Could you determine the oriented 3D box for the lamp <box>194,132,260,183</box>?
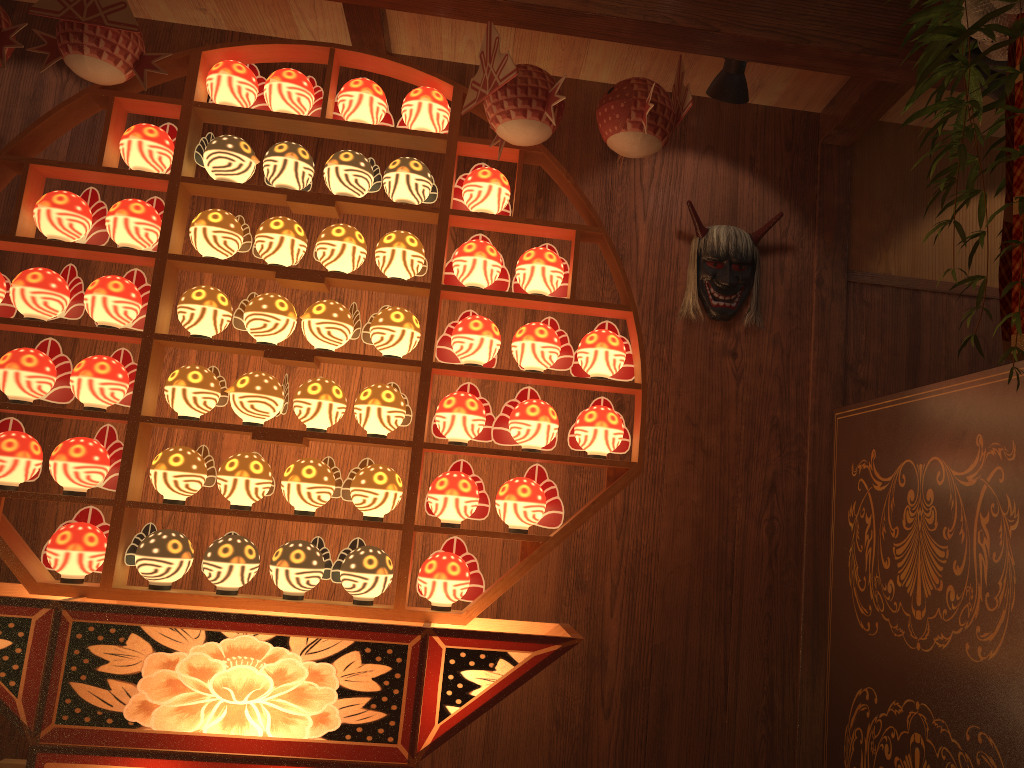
[{"bbox_3d":[-0.787,-0.629,2.492,0.155,0.167,0.141,3,-10,11],"label":"lamp"}]

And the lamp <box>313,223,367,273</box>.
[{"bbox_3d":[-0.476,-0.381,2.479,0.143,0.167,0.153,9,-10,-23],"label":"lamp"}]

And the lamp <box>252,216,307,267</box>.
[{"bbox_3d":[-0.642,-0.395,2.461,0.143,0.161,0.153,9,-10,-23],"label":"lamp"}]

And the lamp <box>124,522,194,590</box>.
[{"bbox_3d":[-0.897,0.450,2.298,0.153,0.167,0.143,1,-11,26],"label":"lamp"}]

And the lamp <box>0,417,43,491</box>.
[{"bbox_3d":[-1.293,0.179,2.294,0.192,0.194,0.151,14,-13,-43],"label":"lamp"}]

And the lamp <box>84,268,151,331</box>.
[{"bbox_3d":[-1.078,-0.240,2.382,0.198,0.200,0.159,3,-10,10],"label":"lamp"}]

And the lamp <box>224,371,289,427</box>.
[{"bbox_3d":[-0.700,0.037,2.391,0.161,0.161,0.135,10,-11,-29],"label":"lamp"}]

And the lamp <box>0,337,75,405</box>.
[{"bbox_3d":[-1.281,-0.043,2.325,0.199,0.200,0.158,4,-10,5],"label":"lamp"}]

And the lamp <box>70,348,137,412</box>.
[{"bbox_3d":[-1.097,-0.020,2.344,0.180,0.192,0.159,3,-10,11],"label":"lamp"}]

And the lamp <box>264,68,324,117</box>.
[{"bbox_3d":[-0.646,-0.840,2.535,0.165,0.179,0.161,0,-11,26],"label":"lamp"}]

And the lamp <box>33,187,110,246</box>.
[{"bbox_3d":[-1.225,-0.473,2.405,0.196,0.200,0.160,2,-10,20],"label":"lamp"}]

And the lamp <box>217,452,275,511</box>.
[{"bbox_3d":[-0.711,0.253,2.346,0.140,0.161,0.156,6,-10,-4],"label":"lamp"}]

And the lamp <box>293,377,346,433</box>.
[{"bbox_3d":[-0.521,0.051,2.403,0.142,0.167,0.153,8,-10,-18],"label":"lamp"}]

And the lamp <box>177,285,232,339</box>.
[{"bbox_3d":[-0.834,-0.199,2.402,0.143,0.167,0.153,9,-10,-23],"label":"lamp"}]

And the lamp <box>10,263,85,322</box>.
[{"bbox_3d":[-1.268,-0.255,2.364,0.176,0.192,0.161,1,-11,25],"label":"lamp"}]

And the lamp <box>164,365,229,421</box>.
[{"bbox_3d":[-0.860,0.017,2.368,0.137,0.167,0.159,2,-10,16],"label":"lamp"}]

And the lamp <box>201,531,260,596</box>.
[{"bbox_3d":[-0.733,0.469,2.311,0.143,0.161,0.153,9,-10,-23],"label":"lamp"}]

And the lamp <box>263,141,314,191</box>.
[{"bbox_3d":[-0.631,-0.612,2.496,0.141,0.161,0.154,8,-10,-14],"label":"lamp"}]

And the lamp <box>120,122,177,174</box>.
[{"bbox_3d":[-1.016,-0.671,2.459,0.198,0.200,0.159,3,-10,10],"label":"lamp"}]

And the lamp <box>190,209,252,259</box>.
[{"bbox_3d":[-0.823,-0.416,2.444,0.135,0.167,0.161,1,-11,26],"label":"lamp"}]

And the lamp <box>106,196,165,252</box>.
[{"bbox_3d":[-1.038,-0.452,2.421,0.187,0.195,0.159,3,-10,10],"label":"lamp"}]

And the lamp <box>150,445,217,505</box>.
[{"bbox_3d":[-0.886,0.233,2.332,0.135,0.167,0.161,1,-11,26],"label":"lamp"}]

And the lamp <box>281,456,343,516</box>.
[{"bbox_3d":[-0.551,0.267,2.368,0.135,0.167,0.161,1,-11,26],"label":"lamp"}]

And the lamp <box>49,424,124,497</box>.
[{"bbox_3d":[-1.131,0.191,2.305,0.196,0.200,0.160,2,-10,20],"label":"lamp"}]

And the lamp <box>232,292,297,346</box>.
[{"bbox_3d":[-0.657,-0.177,2.429,0.153,0.161,0.143,1,-11,26],"label":"lamp"}]

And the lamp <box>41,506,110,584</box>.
[{"bbox_3d":[-1.117,0.412,2.275,0.198,0.198,0.154,8,-10,-14],"label":"lamp"}]

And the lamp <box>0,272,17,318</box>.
[{"bbox_3d":[-1.423,-0.269,2.346,0.194,0.187,0.153,9,-10,-24],"label":"lamp"}]

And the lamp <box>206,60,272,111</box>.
[{"bbox_3d":[-0.797,-0.867,2.517,0.199,0.200,0.158,4,-10,5],"label":"lamp"}]

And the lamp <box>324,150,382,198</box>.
[{"bbox_3d":[-0.471,-0.598,2.519,0.135,0.167,0.162,-2,-12,36],"label":"lamp"}]

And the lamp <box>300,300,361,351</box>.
[{"bbox_3d":[-0.519,-0.165,2.450,0.162,0.167,0.134,13,-12,-38],"label":"lamp"}]

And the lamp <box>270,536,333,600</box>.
[{"bbox_3d":[-0.572,0.483,2.330,0.135,0.167,0.161,1,-11,26],"label":"lamp"}]
